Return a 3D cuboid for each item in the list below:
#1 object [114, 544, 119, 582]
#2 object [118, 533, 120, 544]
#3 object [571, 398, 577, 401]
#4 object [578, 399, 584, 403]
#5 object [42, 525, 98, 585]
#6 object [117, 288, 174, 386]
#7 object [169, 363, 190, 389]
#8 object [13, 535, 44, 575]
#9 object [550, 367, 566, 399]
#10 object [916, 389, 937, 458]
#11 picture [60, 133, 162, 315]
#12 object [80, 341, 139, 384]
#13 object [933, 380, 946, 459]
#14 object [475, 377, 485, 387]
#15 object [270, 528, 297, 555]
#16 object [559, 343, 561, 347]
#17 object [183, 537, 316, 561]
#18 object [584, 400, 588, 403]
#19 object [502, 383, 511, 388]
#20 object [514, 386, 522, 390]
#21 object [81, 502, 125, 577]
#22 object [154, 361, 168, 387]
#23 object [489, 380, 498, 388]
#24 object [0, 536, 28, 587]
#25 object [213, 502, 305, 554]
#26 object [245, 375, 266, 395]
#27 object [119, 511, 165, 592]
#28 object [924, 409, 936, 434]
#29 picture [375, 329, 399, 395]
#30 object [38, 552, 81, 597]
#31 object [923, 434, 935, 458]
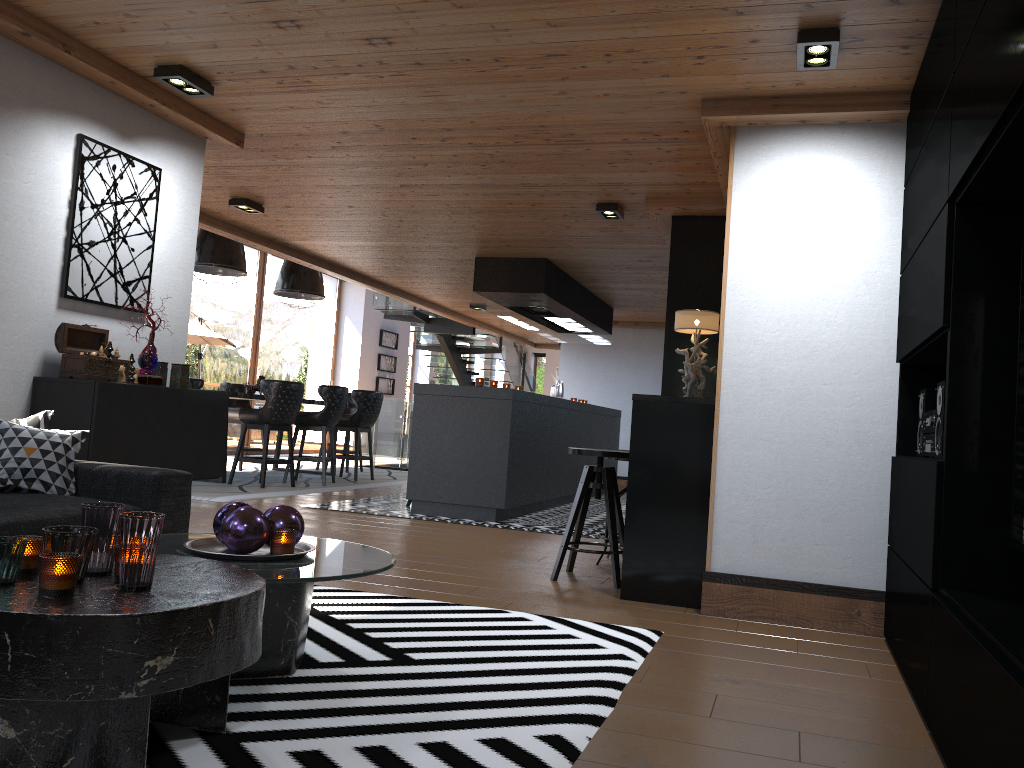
[{"bbox_3d":[-0.886,0.418,2.069,0.078,0.081,0.080,2,-4,32],"label":"object"},{"bbox_3d":[-0.960,0.420,2.237,0.078,0.081,0.080,2,-4,32],"label":"object"},{"bbox_3d":[0.749,0.211,10.755,0.080,0.081,0.078,5,-3,-18],"label":"object"},{"bbox_3d":[0.865,0.236,11.122,0.080,0.081,0.078,5,-3,-18],"label":"object"},{"bbox_3d":[-0.999,0.387,1.994,0.114,0.122,0.113,4,-3,-7],"label":"object"},{"bbox_3d":[-1.843,-0.243,4.476,0.151,0.505,0.326,3,-3,17],"label":"object"},{"bbox_3d":[-1.779,-0.041,4.744,0.108,0.135,0.097,4,-3,7],"label":"object"},{"bbox_3d":[-1.136,0.400,2.068,0.078,0.081,0.080,2,-4,32],"label":"object"},{"bbox_3d":[0.564,0.021,10.954,0.224,0.453,0.226,3,-4,17],"label":"object"},{"bbox_3d":[1.731,0.162,3.460,0.263,0.266,0.157,3,-3,17],"label":"object"},{"bbox_3d":[-1.981,-0.773,4.419,0.020,0.782,0.566,3,-3,18],"label":"picture"},{"bbox_3d":[-1.888,-0.106,4.205,0.200,0.197,0.358,2,-3,29],"label":"object"},{"bbox_3d":[1.593,0.132,3.023,0.263,0.266,0.157,3,-3,17],"label":"object"},{"bbox_3d":[-0.275,-0.012,7.522,0.080,0.081,0.078,6,-4,-28],"label":"object"},{"bbox_3d":[-0.698,0.485,2.698,0.078,0.081,0.080,2,-4,32],"label":"object"},{"bbox_3d":[0.980,-0.726,16.484,0.154,0.068,0.262,3,-3,17],"label":"object"},{"bbox_3d":[-0.814,0.513,2.760,0.390,0.022,0.399,2,-3,36],"label":"object"},{"bbox_3d":[0.922,0.249,11.304,0.080,0.081,0.078,5,-3,-18],"label":"object"},{"bbox_3d":[-0.053,0.037,8.223,0.080,0.081,0.078,6,-4,-28],"label":"object"},{"bbox_3d":[0.058,0.061,8.574,0.080,0.081,0.078,6,-4,-28],"label":"object"},{"bbox_3d":[-0.982,0.370,2.112,0.095,0.168,0.094,5,-3,-12],"label":"object"},{"bbox_3d":[-1.860,-0.051,4.638,0.098,0.135,0.107,7,-4,-41],"label":"object"},{"bbox_3d":[-0.164,0.013,7.872,0.080,0.081,0.078,6,-4,-28],"label":"object"},{"bbox_3d":[-1.109,0.388,1.927,0.093,0.099,0.091,6,-4,-36],"label":"object"},{"bbox_3d":[-0.803,0.447,2.749,0.284,0.143,0.264,4,-3,1],"label":"object"},{"bbox_3d":[-2.947,0.015,10.152,0.222,0.254,0.115,5,-4,-20],"label":"object"},{"bbox_3d":[-0.834,0.374,1.981,0.095,0.168,0.094,5,-3,-12],"label":"object"},{"bbox_3d":[1.659,0.149,3.241,0.268,0.088,0.287,3,-3,17],"label":"object"},{"bbox_3d":[-2.599,-0.440,18.458,0.059,1.313,0.778,3,-3,18],"label":"picture"},{"bbox_3d":[-0.961,0.403,1.878,0.078,0.081,0.080,2,-4,32],"label":"object"},{"bbox_3d":[1.658,0.236,3.234,0.257,0.088,0.287,3,-3,17],"label":"object"}]
